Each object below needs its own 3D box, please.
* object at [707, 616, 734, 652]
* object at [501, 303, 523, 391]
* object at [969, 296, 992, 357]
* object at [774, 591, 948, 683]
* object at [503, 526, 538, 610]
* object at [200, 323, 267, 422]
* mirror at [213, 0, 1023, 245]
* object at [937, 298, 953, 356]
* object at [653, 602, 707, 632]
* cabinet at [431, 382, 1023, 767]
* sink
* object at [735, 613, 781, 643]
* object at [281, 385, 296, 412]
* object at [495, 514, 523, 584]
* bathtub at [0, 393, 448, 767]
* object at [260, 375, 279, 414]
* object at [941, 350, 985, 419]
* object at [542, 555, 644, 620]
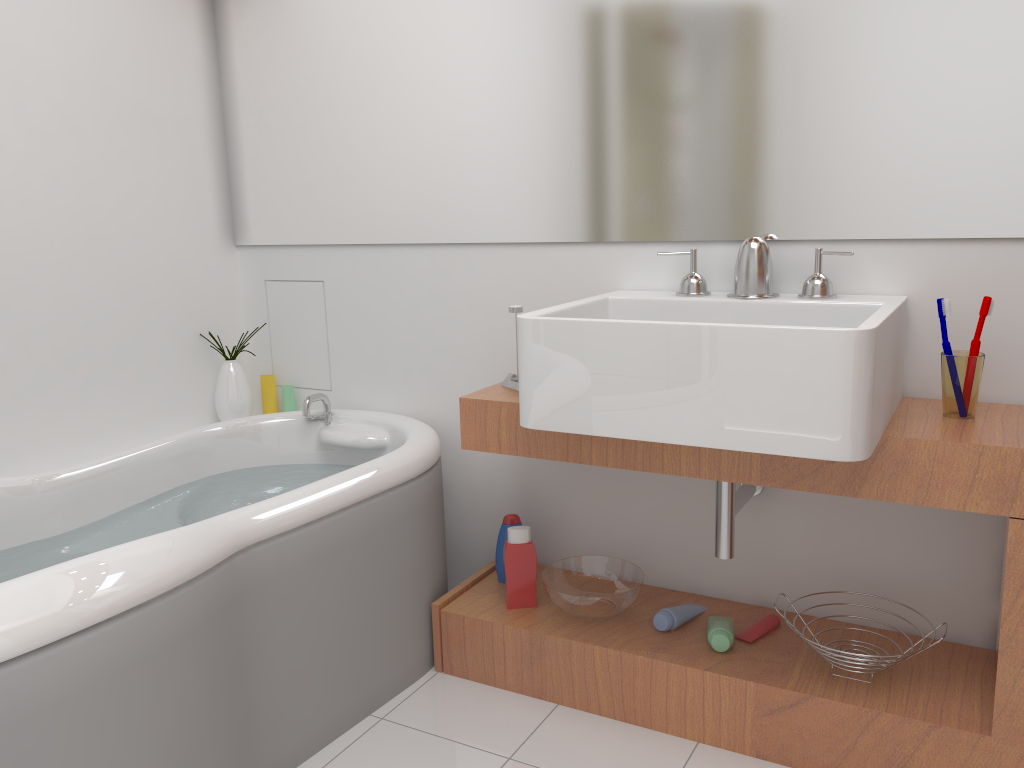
[{"bbox_3d":[0.472,0.547,2.006,0.059,0.052,0.187,1,12,13],"label":"object"},{"bbox_3d":[0.039,-0.084,2.074,0.059,0.203,0.182,-8,13,-29],"label":"object"},{"bbox_3d":[0.891,-0.052,1.705,0.052,0.231,0.016,-6,12,-20],"label":"object"},{"bbox_3d":[0.713,0.531,1.835,0.291,0.126,0.291,-4,11,-12],"label":"object"},{"bbox_3d":[0.020,0.450,2.171,0.079,0.207,0.046,-3,11,-5],"label":"object"},{"bbox_3d":[-0.833,-0.013,2.684,0.215,0.326,0.154,-8,13,-29],"label":"object"},{"bbox_3d":[0.242,-0.782,2.068,2.600,0.887,0.022,5,13,29],"label":"mirror"},{"bbox_3d":[0.849,-0.050,1.710,0.016,0.228,0.070,-10,14,-34],"label":"object"},{"bbox_3d":[0.398,0.533,2.090,0.059,0.052,0.187,8,15,40],"label":"object"},{"bbox_3d":[0.596,0.399,1.905,1.635,0.719,0.355,4,13,29],"label":"cabinet"},{"bbox_3d":[0.420,0.047,1.825,0.657,0.673,0.552,5,13,29],"label":"sink"},{"bbox_3d":[0.562,0.556,2.013,0.133,0.037,0.042,-12,15,-41],"label":"object"},{"bbox_3d":[-0.690,0.070,2.746,0.038,0.133,0.038,-7,13,-26],"label":"object"},{"bbox_3d":[0.001,0.430,2.313,0.092,0.190,0.044,-2,11,-3],"label":"object"},{"bbox_3d":[-0.837,0.482,1.878,1.055,0.674,1.863,5,13,29],"label":"bathtub"},{"bbox_3d":[-0.761,0.052,2.783,0.047,0.162,0.047,-9,13,-33],"label":"object"},{"bbox_3d":[0.862,0.005,1.704,0.076,0.130,0.076,-5,12,-17],"label":"object"},{"bbox_3d":[0.195,0.504,2.141,0.245,0.090,0.245,-2,11,1],"label":"object"}]
